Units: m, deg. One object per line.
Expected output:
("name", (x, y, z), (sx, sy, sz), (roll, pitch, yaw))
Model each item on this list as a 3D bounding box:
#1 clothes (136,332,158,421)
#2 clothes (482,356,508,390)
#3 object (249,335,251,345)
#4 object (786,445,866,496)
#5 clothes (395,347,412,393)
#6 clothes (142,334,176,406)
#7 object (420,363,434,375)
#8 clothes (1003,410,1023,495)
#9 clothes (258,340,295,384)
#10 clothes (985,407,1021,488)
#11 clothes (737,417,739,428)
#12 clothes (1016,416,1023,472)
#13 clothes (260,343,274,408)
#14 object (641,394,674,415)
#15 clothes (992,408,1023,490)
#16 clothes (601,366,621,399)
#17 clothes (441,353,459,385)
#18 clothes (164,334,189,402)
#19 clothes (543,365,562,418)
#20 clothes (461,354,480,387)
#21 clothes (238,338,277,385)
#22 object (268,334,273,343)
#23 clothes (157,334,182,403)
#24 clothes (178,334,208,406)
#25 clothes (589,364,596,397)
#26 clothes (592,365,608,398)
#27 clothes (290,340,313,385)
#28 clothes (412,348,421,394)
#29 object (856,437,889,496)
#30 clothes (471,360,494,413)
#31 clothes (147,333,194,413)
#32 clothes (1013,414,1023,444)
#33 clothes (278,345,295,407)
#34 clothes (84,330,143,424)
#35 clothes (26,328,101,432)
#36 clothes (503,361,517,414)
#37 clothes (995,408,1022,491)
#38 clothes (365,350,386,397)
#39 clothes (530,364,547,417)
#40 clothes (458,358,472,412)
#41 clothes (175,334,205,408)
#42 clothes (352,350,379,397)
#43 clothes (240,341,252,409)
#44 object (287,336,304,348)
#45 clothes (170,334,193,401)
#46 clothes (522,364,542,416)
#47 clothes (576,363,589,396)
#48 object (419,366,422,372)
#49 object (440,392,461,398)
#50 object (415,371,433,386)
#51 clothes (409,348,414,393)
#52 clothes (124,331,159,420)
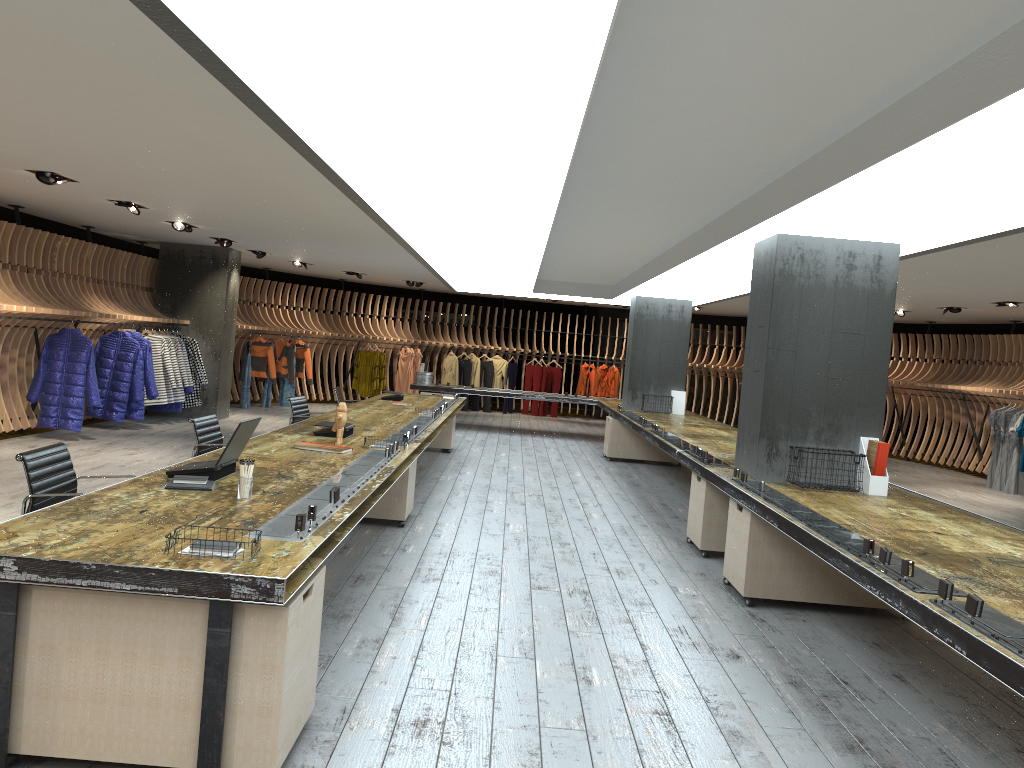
("clothes", (-5.373, -0.122, 12.342), (0.885, 1.238, 0.246), (5, 1, -3))
("clothes", (-0.387, -0.213, 20.990), (0.705, 0.889, 0.250), (5, 2, 21))
("object", (-4.937, -0.865, 16.741), (0.023, 0.243, 0.549), (4, 2, -18))
("object", (2.207, 0.605, 6.238), (0.459, 0.289, 0.330), (5, 2, -2))
("clothes", (-2.446, -0.252, 20.077), (0.447, 1.155, 0.125), (6, 2, 35))
("clothes", (-5.208, -0.198, 12.840), (0.752, 1.061, 0.128), (5, 1, -2))
("object", (-1.559, -0.270, 16.222), (0.262, 0.204, 0.088), (5, 1, -1))
("clothes", (7.787, 1.101, 13.464), (0.677, 1.434, 0.204), (4, 1, -15))
("clothes", (-4.611, -0.449, 17.558), (0.840, 0.881, 0.201), (6, 1, 20))
("clothes", (7.790, 1.084, 13.880), (0.677, 1.434, 0.204), (5, 1, 15))
("clothes", (5.305, 0.481, 19.809), (0.444, 1.128, 0.127), (5, 1, -3))
("clothes", (7.758, 0.866, 13.009), (0.738, 0.970, 0.167), (5, 1, 9))
("clothes", (-4.779, -0.102, 17.315), (0.200, 1.421, 0.309), (5, 1, -8))
("object", (2.236, 0.312, 13.640), (0.459, 0.289, 0.330), (5, 2, 3))
("clothes", (7.790, 1.090, 13.740), (0.677, 1.434, 0.204), (5, 1, -10))
("clothes", (2.370, 0.003, 21.080), (0.200, 0.881, 0.840), (4, 2, -20))
("clothes", (-1.448, -0.287, 20.621), (0.250, 0.889, 0.705), (4, 2, -39))
("clothes", (-5.206, -0.218, 13.338), (0.752, 1.061, 0.128), (5, 1, -2))
("clothes", (0.928, 0.225, 21.199), (0.552, 1.337, 0.093), (6, 2, 40))
("clothes", (-0.963, -0.254, 20.829), (0.705, 0.889, 0.250), (6, 2, 41))
("clothes", (-4.892, -0.456, 17.067), (0.840, 0.881, 0.201), (5, 1, 15))
("object", (-4.714, -0.868, 17.305), (0.023, 0.243, 0.549), (5, 2, -3))
("clothes", (-5.207, -0.207, 13.075), (0.752, 1.061, 0.128), (5, 1, -2))
("clothes", (-5.201, -0.191, 14.069), (0.799, 1.185, 0.192), (5, 1, 1))
("clothes", (1.927, -0.040, 21.202), (0.201, 0.881, 0.839), (5, 2, 5))
("clothes", (2.131, -0.019, 21.132), (0.201, 0.881, 0.839), (6, 2, 30))
("clothes", (-4.373, -0.452, 18.082), (0.840, 0.881, 0.200), (6, 2, 30))
("clothes", (-2.208, -0.238, 20.227), (0.125, 1.155, 0.447), (4, 2, -35))
("object", (2.566, 0.582, 6.293), (0.129, 0.382, 0.240), (5, 2, 0))
("clothes", (-0.699, 0.093, 20.916), (0.539, 1.352, 0.087), (6, 1, 25))
("clothes", (-5.339, -0.175, 13.724), (0.885, 1.238, 0.246), (5, 1, -3))
("clothes", (7.816, 0.852, 13.106), (0.744, 0.931, 0.158), (6, 2, 24))
("clothes", (-4.523, -0.102, 17.852), (0.308, 1.421, 0.200), (4, 1, -28))
("clothes", (-5.453, -0.110, 12.022), (0.880, 1.260, 0.242), (5, 1, -3))
("clothes", (-5.379, -0.055, 10.630), (0.885, 1.238, 0.246), (5, 1, -3))
("clothes", (-0.046, 0.138, 21.092), (0.087, 1.352, 0.539), (5, 2, 25))
("clothes", (7.789, 1.095, 13.599), (0.677, 1.434, 0.204), (5, 1, 15))
("clothes", (-3.064, -0.222, 19.593), (0.665, 1.044, 0.168), (6, 2, 31))
("clothes", (0.641, 0.201, 21.184), (0.093, 1.337, 0.552), (4, 2, -30))
("clothes", (-1.186, 0.058, 20.747), (0.540, 1.352, 0.087), (6, 2, 35))
("clothes", (-5.193, -0.183, 13.881), (0.807, 1.187, 0.192), (5, 1, 1))
("clothes", (-3.195, -0.228, 19.466), (0.665, 1.044, 0.168), (6, 2, 31))
("clothes", (-5.003, -0.099, 16.765), (0.200, 1.421, 0.309), (4, 1, -23))
("object", (-4.451, -0.867, 17.837), (0.549, 0.243, 0.023), (4, 2, -23))
("clothes", (-5.205, -0.225, 13.516), (0.752, 1.061, 0.128), (5, 1, -2))
("clothes", (0.476, 0.187, 21.169), (0.093, 1.337, 0.552), (4, 2, -45))
("clothes", (1.695, -0.058, 21.168), (0.201, 0.881, 0.839), (5, 2, 15))
("object", (-1.664, -0.269, 16.136), (0.062, 0.109, 0.062), (4, 2, -34))
("object", (-0.907, 0.172, 13.070), (0.302, 0.074, 0.217), (5, 2, -5))
("object", (-1.612, -0.097, 16.280), (0.303, 0.239, 0.498), (5, 2, 1))
("clothes", (-2.349, -0.247, 20.143), (0.125, 1.155, 0.447), (4, 2, -30))
("clothes", (-5.294, -0.111, 12.163), (0.883, 1.245, 0.249), (5, 1, -3))
